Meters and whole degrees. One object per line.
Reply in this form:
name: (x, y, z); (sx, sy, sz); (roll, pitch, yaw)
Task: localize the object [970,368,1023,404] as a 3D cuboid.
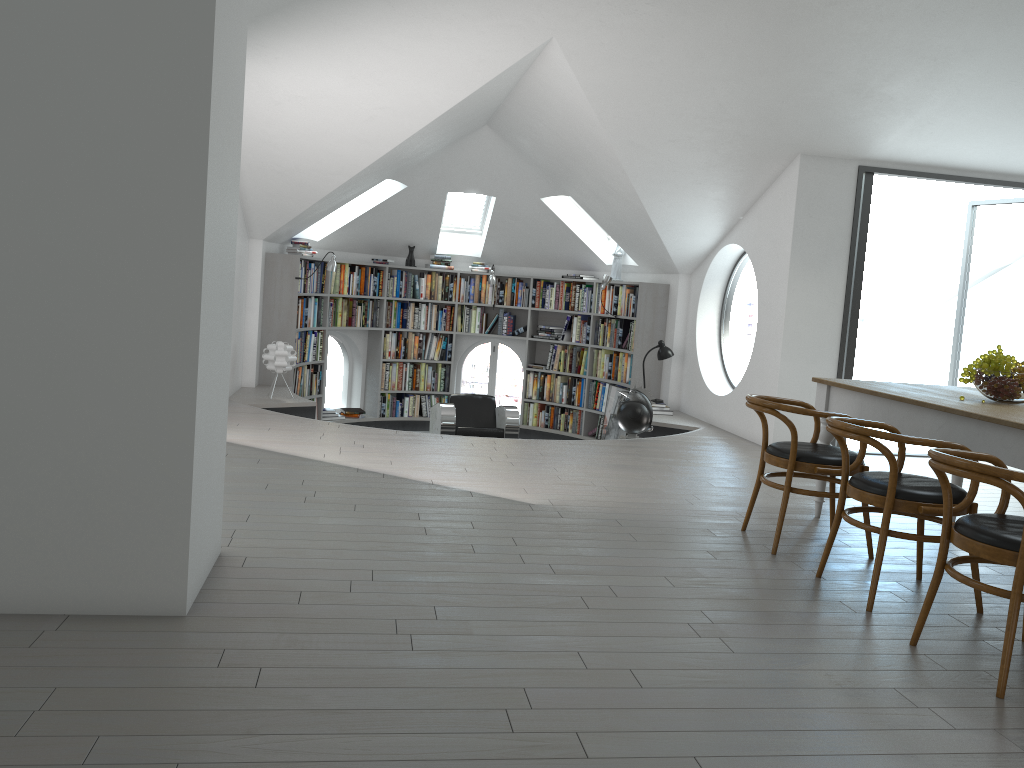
object: (2.427, 0.016, 4.332); (0.360, 0.159, 0.361); (1, 7, -29)

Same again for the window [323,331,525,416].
window: (-1.299, -0.120, 11.307); (3.229, 1.148, 0.619); (2, 5, -24)

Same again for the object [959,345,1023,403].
object: (2.404, -0.050, 4.337); (0.293, 0.283, 0.394); (9, 7, 44)

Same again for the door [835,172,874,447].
door: (2.806, -0.654, 7.980); (0.080, 2.341, 1.054); (4, 5, -10)

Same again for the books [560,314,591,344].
books: (0.879, -0.678, 10.884); (0.554, 0.350, 0.256); (8, 6, 37)

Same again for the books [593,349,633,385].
books: (1.285, -0.199, 10.294); (0.275, 0.347, 1.023); (2, 6, -24)

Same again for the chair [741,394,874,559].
chair: (1.456, 0.445, 4.453); (0.621, 0.733, 0.529); (4, 5, -6)

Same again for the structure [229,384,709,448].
structure: (-0.464, 0.510, 9.222); (4.718, 0.691, 4.712); (9, 7, 35)

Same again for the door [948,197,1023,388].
door: (4.604, -0.548, 8.255); (0.080, 2.341, 1.054); (2, 5, -24)

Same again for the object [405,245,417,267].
object: (-1.249, -1.590, 11.056); (0.147, 0.264, 0.202); (3, 5, -13)

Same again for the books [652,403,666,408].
books: (1.465, 0.204, 9.338); (0.269, 0.031, 0.286); (4, 6, 0)

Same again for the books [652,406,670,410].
books: (1.463, 0.236, 9.340); (0.286, 0.034, 0.305); (2, 6, -19)

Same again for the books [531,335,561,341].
books: (0.500, -0.585, 11.181); (0.388, 0.042, 0.366); (8, 7, 30)

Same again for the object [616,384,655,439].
object: (1.131, 0.282, 8.205); (0.320, 0.561, 0.321); (1, 6, -36)

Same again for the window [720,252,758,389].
window: (2.358, -0.610, 8.613); (0.104, 1.467, 1.474); (4, 5, -10)

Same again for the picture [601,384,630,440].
picture: (1.168, 0.463, 10.029); (0.090, 0.861, 0.580); (3, 5, -20)

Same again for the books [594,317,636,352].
books: (1.305, -0.581, 10.268); (0.279, 0.357, 1.055); (2, 6, -24)

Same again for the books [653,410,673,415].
books: (1.460, 0.273, 9.343); (0.365, 0.042, 0.389); (3, 6, -9)

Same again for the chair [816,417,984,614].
chair: (1.611, 0.531, 3.745); (0.621, 0.733, 0.529); (3, 5, -9)

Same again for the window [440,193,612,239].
window: (-0.492, -2.169, 10.389); (4.053, 0.711, 1.938); (3, 6, -9)

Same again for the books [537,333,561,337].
books: (0.503, -0.618, 11.178); (0.286, 0.031, 0.269); (7, 7, 25)

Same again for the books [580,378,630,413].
books: (1.213, 0.171, 10.379); (0.303, 0.358, 1.187); (2, 6, -28)

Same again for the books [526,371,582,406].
books: (0.579, 0.047, 11.082); (0.873, 0.350, 0.272); (8, 6, 32)

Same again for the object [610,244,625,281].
object: (1.237, -1.440, 10.421); (0.179, 0.471, 0.179); (4, 5, 0)

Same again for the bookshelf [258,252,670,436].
bookshelf: (-0.625, -0.411, 10.520); (4.331, 1.876, 2.114); (3, 5, -9)

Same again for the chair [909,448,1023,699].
chair: (1.711, 0.615, 3.027); (0.621, 0.733, 0.529); (3, 5, -14)

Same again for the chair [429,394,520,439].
chair: (-0.413, 0.496, 9.337); (0.823, 0.718, 0.743); (3, 5, -15)

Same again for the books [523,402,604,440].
books: (0.752, 0.446, 10.908); (1.500, 0.310, 0.359); (10, 8, 42)

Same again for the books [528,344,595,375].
books: (0.673, -0.322, 10.998); (0.975, 0.351, 0.252); (8, 6, 33)

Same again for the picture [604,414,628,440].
picture: (1.141, 0.640, 9.858); (0.107, 0.554, 0.491); (3, 5, -19)

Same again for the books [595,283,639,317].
books: (1.330, -0.964, 10.250); (0.292, 0.361, 1.017); (2, 6, -27)
